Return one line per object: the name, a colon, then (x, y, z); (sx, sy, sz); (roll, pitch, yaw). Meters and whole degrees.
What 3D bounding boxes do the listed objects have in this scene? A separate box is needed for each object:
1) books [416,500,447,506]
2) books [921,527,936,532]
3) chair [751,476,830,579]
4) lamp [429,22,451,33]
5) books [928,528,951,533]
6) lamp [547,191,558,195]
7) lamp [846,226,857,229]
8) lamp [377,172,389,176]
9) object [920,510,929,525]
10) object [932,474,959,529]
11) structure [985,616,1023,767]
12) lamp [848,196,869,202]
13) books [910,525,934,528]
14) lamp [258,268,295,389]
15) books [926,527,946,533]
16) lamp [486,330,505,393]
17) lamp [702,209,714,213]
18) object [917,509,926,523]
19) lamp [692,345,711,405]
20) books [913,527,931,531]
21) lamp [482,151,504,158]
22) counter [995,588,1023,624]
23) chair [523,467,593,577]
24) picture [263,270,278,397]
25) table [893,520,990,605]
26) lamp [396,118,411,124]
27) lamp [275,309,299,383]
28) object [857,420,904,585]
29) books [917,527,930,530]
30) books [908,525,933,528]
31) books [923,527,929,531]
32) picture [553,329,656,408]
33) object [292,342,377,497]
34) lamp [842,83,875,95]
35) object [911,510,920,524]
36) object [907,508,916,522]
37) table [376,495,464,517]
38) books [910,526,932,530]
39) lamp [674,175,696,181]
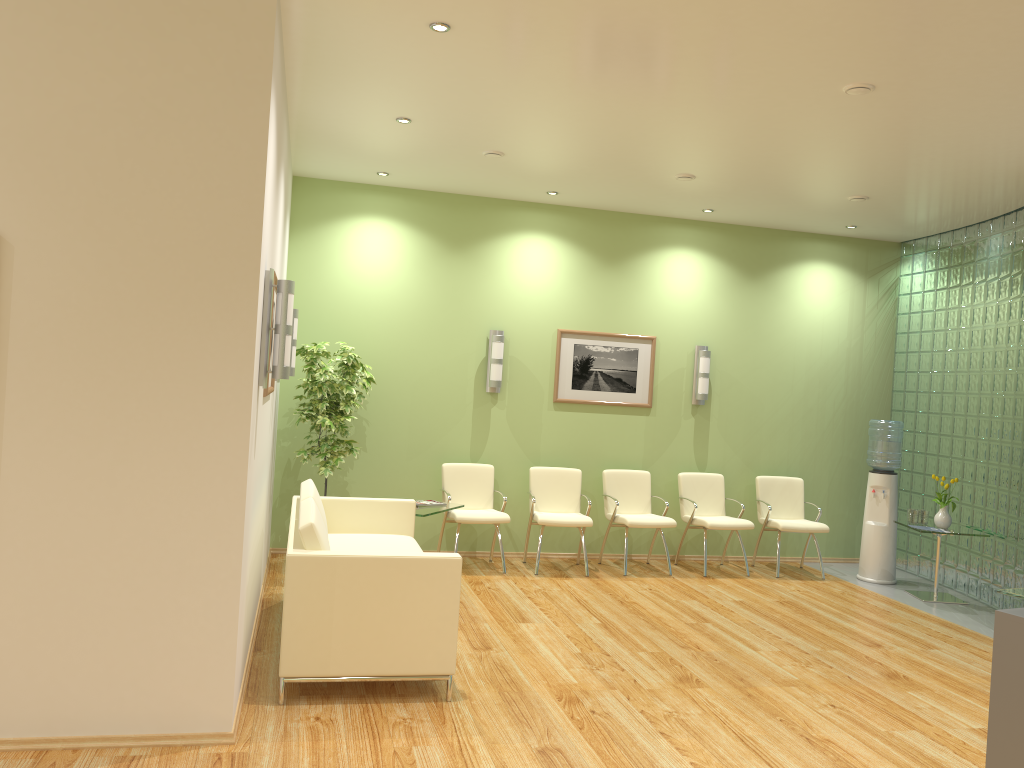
books: (-0.728, 0.959, 7.193); (0.328, 0.031, 0.230); (3, 0, -38)
books: (3.585, 1.240, 7.568); (0.150, 0.004, 0.210); (4, 0, 42)
chair: (2.657, 1.357, 8.486); (0.536, 0.881, 0.650); (4, 0, -8)
lamp: (-0.351, -1.734, 4.316); (0.105, 0.011, 0.105); (4, 0, 20)
books: (3.633, 1.243, 7.544); (0.150, 0.004, 0.210); (4, 0, 12)
lamp: (0.359, -1.695, 7.886); (0.105, 0.011, 0.105); (4, 0, -32)
lamp: (3.276, -1.514, 8.564); (0.105, 0.011, 0.105); (4, 0, -32)
lamp: (-1.099, -1.785, 7.547); (0.105, 0.011, 0.105); (4, 0, 13)
object: (3.665, 1.187, 7.878); (0.071, 0.119, 0.072); (4, 0, -13)
object: (3.761, 1.023, 7.716); (0.219, 0.459, 0.201); (4, 0, 17)
structure: (3.025, 1.296, 1.359); (1.837, 1.049, 3.673); (4, 0, -28)
lamp: (2.876, -1.531, 7.364); (0.167, 0.024, 0.167); (4, 0, -30)
books: (3.552, 1.238, 7.668); (0.210, 0.004, 0.150); (4, 0, 12)
lamp: (-1.147, -0.266, 4.331); (0.142, 0.580, 0.134); (4, 0, -13)
books: (3.616, 1.242, 7.549); (0.150, 0.004, 0.210); (4, 0, 22)
lamp: (-0.148, -0.210, 8.216); (0.134, 0.580, 0.142); (4, 0, -13)
lamp: (1.818, -1.604, 8.225); (0.105, 0.011, 0.105); (4, 0, -32)
object: (3.669, 1.187, 7.958); (0.071, 0.119, 0.072); (4, 0, -13)
lamp: (1.862, -0.085, 8.684); (0.134, 0.580, 0.142); (4, 0, -13)
books: (3.562, 1.239, 7.597); (0.210, 0.004, 0.150); (4, 0, -28)
lamp: (-0.141, -1.718, 6.663); (0.167, 0.024, 0.167); (4, 0, 38)
counter: (3.059, 0.734, 1.358); (1.837, 0.078, 3.674); (4, 0, -28)
chair: (0.419, 1.218, 7.969); (0.536, 0.881, 0.650); (4, 0, -8)
picture: (-1.438, -0.286, 5.328); (0.025, 0.700, 1.000); (4, 0, -13)
table: (3.715, 1.558, 7.736); (0.581, 0.614, 0.581); (4, 0, 1)
lamp: (-0.725, -1.759, 5.932); (0.105, 0.011, 0.105); (4, 0, 20)
lamp: (-1.613, -0.298, 6.345); (0.142, 0.580, 0.134); (4, 0, -13)
object: (3.471, 1.095, 8.330); (0.353, 1.506, 0.353); (4, 0, -6)
books: (3.572, 1.239, 7.582); (0.210, 0.004, 0.150); (3, 0, -38)
books: (3.550, 1.238, 7.650); (0.210, 0.004, 0.150); (4, 0, 2)
books: (3.599, 1.241, 7.557); (0.150, 0.004, 0.210); (4, 0, 32)
picture: (0.899, -0.145, 8.520); (1.000, 0.700, 0.025); (4, 0, -13)
object: (-1.517, 0.588, 7.378); (0.668, 1.900, 0.943); (4, 0, -5)
lamp: (1.879, -1.589, 4.806); (0.167, 0.024, 0.167); (4, 0, 26)
object: (3.581, 1.182, 7.882); (0.071, 0.119, 0.072); (4, 0, -13)
object: (3.585, 1.182, 7.967); (0.071, 0.119, 0.072); (4, 0, -13)
table: (-0.883, 1.272, 7.110); (0.736, 0.614, 0.736); (4, 0, 22)
books: (3.555, 1.238, 7.614); (0.210, 0.004, 0.150); (4, 0, -18)
lamp: (1.367, -1.624, 7.013); (0.167, 0.024, 0.167); (4, 0, 38)
